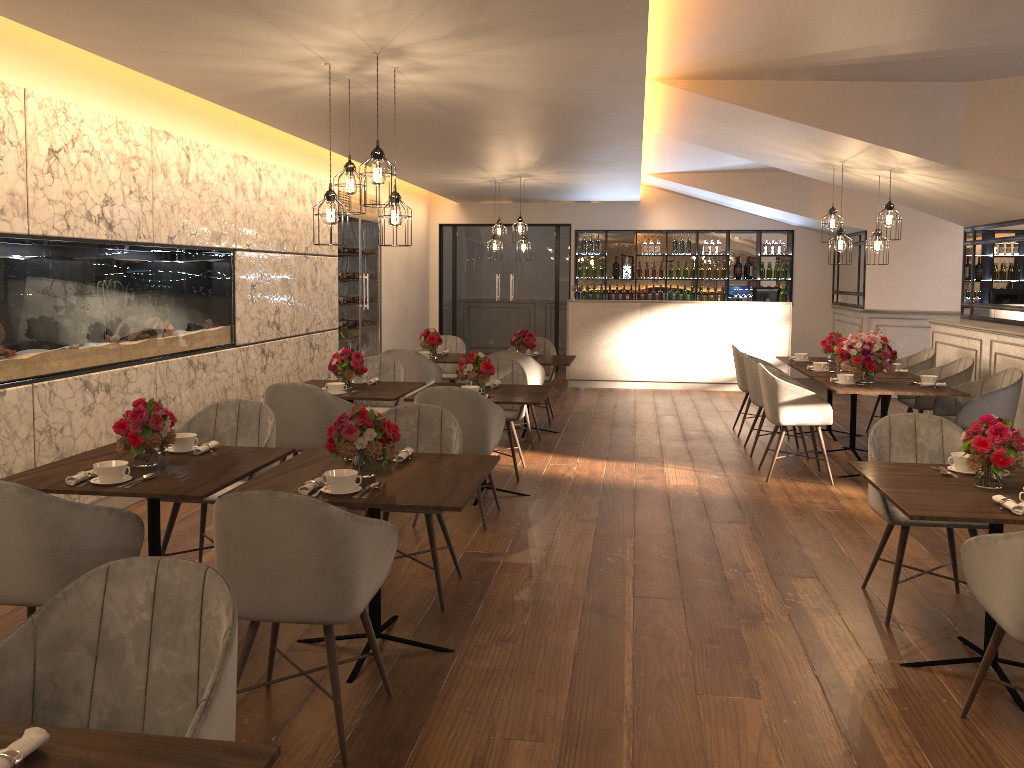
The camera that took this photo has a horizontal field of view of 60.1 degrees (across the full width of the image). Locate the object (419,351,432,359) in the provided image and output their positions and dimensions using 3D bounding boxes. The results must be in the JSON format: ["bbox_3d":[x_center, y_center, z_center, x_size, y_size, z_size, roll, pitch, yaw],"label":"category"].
[{"bbox_3d":[-0.836,-0.268,8.418,0.148,0.072,0.149,-5,8,-39],"label":"object"}]

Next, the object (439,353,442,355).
[{"bbox_3d":[-0.710,-0.316,9.006,0.025,0.024,0.193,1,7,8],"label":"object"}]

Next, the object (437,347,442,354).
[{"bbox_3d":[-0.787,-0.342,9.024,0.148,0.072,0.149,4,7,30],"label":"object"}]

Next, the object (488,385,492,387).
[{"bbox_3d":[-0.148,0.007,6.409,0.025,0.024,0.193,1,7,8],"label":"object"}]

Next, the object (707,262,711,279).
[{"bbox_3d":[3.032,-1.746,13.613,0.065,0.260,0.066,-1,4,-13],"label":"object"}]

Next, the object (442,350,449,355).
[{"bbox_3d":[-0.675,-0.323,9.010,0.056,0.039,0.176,1,7,8],"label":"object"}]

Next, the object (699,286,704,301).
[{"bbox_3d":[2.920,-1.388,13.652,0.065,0.260,0.066,-1,4,-13],"label":"object"}]

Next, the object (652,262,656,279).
[{"bbox_3d":[2.203,-1.765,13.729,0.065,0.260,0.066,-1,4,-13],"label":"object"}]

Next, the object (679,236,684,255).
[{"bbox_3d":[2.611,-2.145,13.615,0.075,0.309,0.075,2,4,19],"label":"object"}]

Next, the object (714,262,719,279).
[{"bbox_3d":[3.142,-1.743,13.598,0.065,0.260,0.066,-1,4,-13],"label":"object"}]

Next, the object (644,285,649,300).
[{"bbox_3d":[2.092,-1.407,13.768,0.065,0.260,0.066,-1,4,-13],"label":"object"}]

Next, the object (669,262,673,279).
[{"bbox_3d":[2.463,-1.759,13.693,0.065,0.260,0.066,-1,4,-13],"label":"object"}]

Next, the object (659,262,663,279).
[{"bbox_3d":[2.313,-1.763,13.714,0.065,0.260,0.066,-1,4,-13],"label":"object"}]

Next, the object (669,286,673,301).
[{"bbox_3d":[2.460,-1.399,13.716,0.065,0.260,0.066,-1,4,-13],"label":"object"}]

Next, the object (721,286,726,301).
[{"bbox_3d":[3.249,-1.380,13.606,0.065,0.260,0.066,-1,4,-13],"label":"object"}]

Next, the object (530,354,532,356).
[{"bbox_3d":[0.200,-0.294,8.879,0.025,0.024,0.193,1,7,8],"label":"object"}]

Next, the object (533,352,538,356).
[{"bbox_3d":[0.235,-0.301,8.883,0.056,0.039,0.176,1,7,8],"label":"object"}]

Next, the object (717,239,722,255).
[{"bbox_3d":[3.175,-2.094,13.540,0.070,0.235,0.041,1,4,7],"label":"object"}]

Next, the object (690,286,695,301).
[{"bbox_3d":[2.788,-1.391,13.670,0.065,0.260,0.066,-1,4,-13],"label":"object"}]

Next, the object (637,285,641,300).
[{"bbox_3d":[1.982,-1.410,13.783,0.065,0.260,0.066,-1,4,-13],"label":"object"}]

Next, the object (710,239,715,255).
[{"bbox_3d":[3.076,-2.096,13.554,0.070,0.235,0.041,1,4,7],"label":"object"}]

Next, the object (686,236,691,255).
[{"bbox_3d":[2.714,-2.143,13.601,0.075,0.309,0.075,2,4,19],"label":"object"}]

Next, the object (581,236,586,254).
[{"bbox_3d":[1.124,-2.180,13.823,0.075,0.309,0.075,3,5,33],"label":"object"}]

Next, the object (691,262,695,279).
[{"bbox_3d":[2.791,-1.752,13.647,0.065,0.262,0.066,-1,4,-13],"label":"object"}]

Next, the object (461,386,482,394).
[{"bbox_3d":[-0.274,0.054,5.821,0.148,0.072,0.149,-5,8,-39],"label":"object"}]

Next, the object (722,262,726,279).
[{"bbox_3d":[3.251,-1.740,13.583,0.065,0.260,0.066,-1,4,-13],"label":"object"}]

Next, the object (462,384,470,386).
[{"bbox_3d":[-0.340,0.008,6.426,0.043,0.015,0.198,1,7,4],"label":"object"}]

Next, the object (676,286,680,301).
[{"bbox_3d":[2.570,-1.396,13.701,0.065,0.260,0.066,-1,4,-13],"label":"object"}]

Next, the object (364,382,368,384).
[{"bbox_3d":[-1.057,-0.015,6.536,0.025,0.024,0.193,1,7,8],"label":"object"}]

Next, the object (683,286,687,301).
[{"bbox_3d":[2.679,-1.393,13.686,0.065,0.260,0.066,-1,4,-13],"label":"object"}]

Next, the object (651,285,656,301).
[{"bbox_3d":[2.201,-1.405,13.752,0.065,0.260,0.066,-1,4,-13],"label":"object"}]

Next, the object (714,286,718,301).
[{"bbox_3d":[3.139,-1.382,13.621,0.065,0.260,0.066,-1,4,-13],"label":"object"}]

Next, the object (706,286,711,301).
[{"bbox_3d":[3.030,-1.385,13.637,0.065,0.260,0.066,-1,4,-13],"label":"object"}]

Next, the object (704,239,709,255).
[{"bbox_3d":[2.976,-2.098,13.568,0.070,0.235,0.041,1,4,7],"label":"object"}]

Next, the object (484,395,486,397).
[{"bbox_3d":[-0.193,0.087,5.839,0.022,0.004,0.212,1,7,8],"label":"object"}]

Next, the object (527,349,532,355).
[{"bbox_3d":[0.123,-0.321,8.897,0.148,0.072,0.149,4,7,30],"label":"object"}]

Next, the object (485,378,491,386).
[{"bbox_3d":[-0.225,-0.020,6.428,0.148,0.072,0.149,-5,8,-39],"label":"object"}]

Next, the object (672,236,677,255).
[{"bbox_3d":[2.507,-2.147,13.630,0.075,0.309,0.075,4,5,40],"label":"object"}]

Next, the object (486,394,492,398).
[{"bbox_3d":[-0.159,0.083,5.827,0.043,0.015,0.198,1,7,4],"label":"object"}]

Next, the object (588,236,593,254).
[{"bbox_3d":[1.227,-2.178,13.809,0.075,0.309,0.075,-3,5,-39],"label":"object"}]

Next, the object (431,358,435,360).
[{"bbox_3d":[-0.756,-0.235,8.435,0.022,0.004,0.212,1,7,8],"label":"object"}]

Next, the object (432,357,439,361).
[{"bbox_3d":[-0.729,-0.239,8.424,0.043,0.015,0.198,2,7,12],"label":"object"}]

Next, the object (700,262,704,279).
[{"bbox_3d":[2.923,-1.748,13.629,0.065,0.260,0.066,-1,4,-13],"label":"object"}]

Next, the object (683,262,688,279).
[{"bbox_3d":[2.681,-1.755,13.662,0.065,0.262,0.066,-1,4,-13],"label":"object"}]

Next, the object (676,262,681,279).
[{"bbox_3d":[2.572,-1.757,13.678,0.065,0.262,0.066,-1,4,-13],"label":"object"}]

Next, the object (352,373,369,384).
[{"bbox_3d":[-1.135,-0.042,6.555,0.148,0.072,0.149,-5,8,-39],"label":"object"}]

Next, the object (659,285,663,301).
[{"bbox_3d":[2.310,-1.402,13.737,0.065,0.260,0.066,-1,4,-13],"label":"object"}]

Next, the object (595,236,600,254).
[{"bbox_3d":[1.331,-2.176,13.794,0.075,0.309,0.075,-2,5,-35],"label":"object"}]
